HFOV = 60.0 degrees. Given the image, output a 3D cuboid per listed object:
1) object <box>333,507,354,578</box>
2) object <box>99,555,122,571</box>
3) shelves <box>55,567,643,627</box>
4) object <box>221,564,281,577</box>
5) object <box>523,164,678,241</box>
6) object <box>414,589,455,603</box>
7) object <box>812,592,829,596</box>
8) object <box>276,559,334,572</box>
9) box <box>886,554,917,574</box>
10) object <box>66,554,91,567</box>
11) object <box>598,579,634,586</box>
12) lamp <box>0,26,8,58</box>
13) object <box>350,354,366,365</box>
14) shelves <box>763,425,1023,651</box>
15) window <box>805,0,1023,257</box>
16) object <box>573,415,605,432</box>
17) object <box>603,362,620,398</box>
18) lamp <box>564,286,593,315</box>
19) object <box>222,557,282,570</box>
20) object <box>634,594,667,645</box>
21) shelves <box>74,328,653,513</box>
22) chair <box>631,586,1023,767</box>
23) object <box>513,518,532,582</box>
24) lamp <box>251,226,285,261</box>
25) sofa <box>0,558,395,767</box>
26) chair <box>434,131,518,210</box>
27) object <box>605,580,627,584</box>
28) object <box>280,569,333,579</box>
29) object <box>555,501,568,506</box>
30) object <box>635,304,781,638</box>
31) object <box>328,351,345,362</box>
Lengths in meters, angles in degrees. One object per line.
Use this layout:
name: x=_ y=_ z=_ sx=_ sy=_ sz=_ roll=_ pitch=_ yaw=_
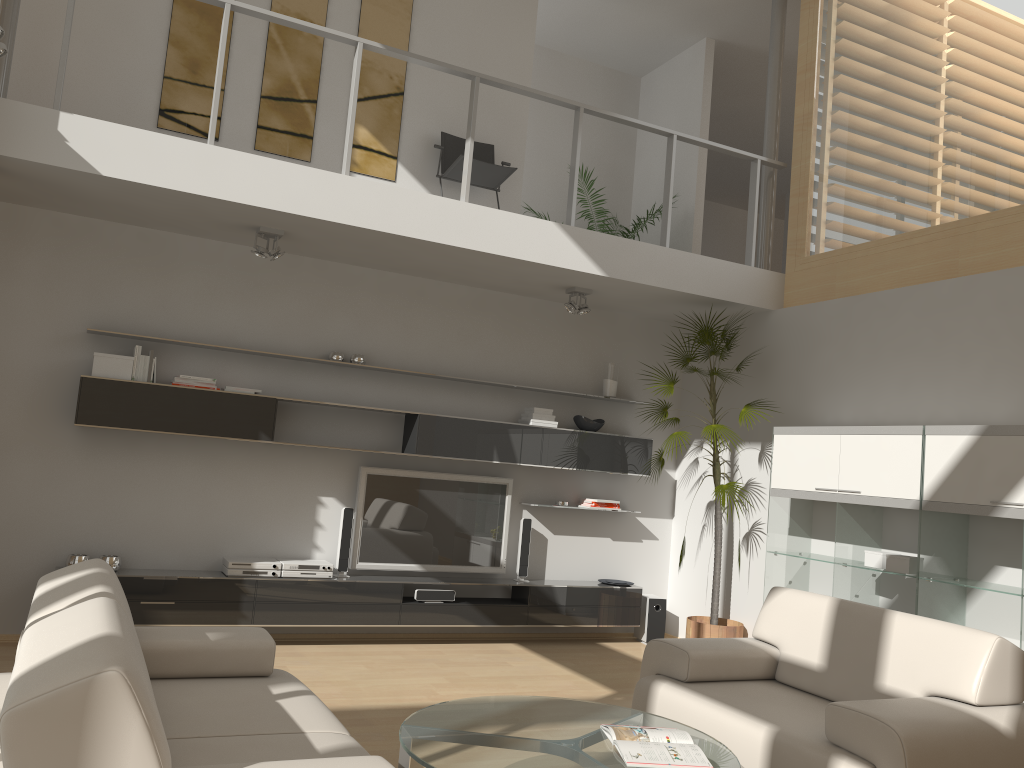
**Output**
object: x=-1.184 y=1.117 z=6.275 sx=0.111 sy=0.483 sz=0.116 roll=8 pitch=-6 yaw=-29
object: x=-2.544 y=1.133 z=5.606 sx=0.143 sy=0.091 sz=0.143 roll=4 pitch=-6 yaw=7
shelves: x=-0.923 y=1.546 z=6.338 sx=4.236 sy=0.312 sz=0.300 roll=8 pitch=-6 yaw=-25
object: x=-1.751 y=1.256 z=5.953 sx=0.349 sy=0.049 sz=0.262 roll=8 pitch=-6 yaw=-25
object: x=0.882 y=-1.400 z=7.919 sx=1.331 sy=1.069 sz=1.491 roll=8 pitch=-6 yaw=-28
object: x=-0.567 y=1.532 z=6.413 sx=0.300 sy=0.092 sz=0.085 roll=8 pitch=-6 yaw=-25
object: x=1.980 y=1.458 z=5.779 sx=0.130 sy=0.177 sz=0.172 roll=9 pitch=-7 yaw=-36
object: x=-1.429 y=1.250 z=6.110 sx=0.349 sy=0.049 sz=0.262 roll=8 pitch=-6 yaw=-25
box: x=2.286 y=1.050 z=5.168 sx=0.146 sy=0.094 sz=0.146 roll=9 pitch=-7 yaw=-35
object: x=-2.703 y=1.112 z=5.530 sx=0.143 sy=0.091 sz=0.143 roll=4 pitch=-6 yaw=7
object: x=0.841 y=1.612 z=7.181 sx=0.294 sy=0.020 sz=0.294 roll=4 pitch=-6 yaw=14
lamp: x=-2.133 y=-1.372 z=3.556 sx=0.183 sy=0.110 sz=0.360 roll=8 pitch=-6 yaw=-25
object: x=-1.108 y=-0.176 z=6.383 sx=0.115 sy=0.081 sz=0.115 roll=-1 pitch=-8 yaw=45
shelves: x=2.428 y=1.129 z=5.011 sx=0.408 sy=1.756 sz=2.432 roll=8 pitch=-6 yaw=-25
window: x=2.879 y=-2.115 z=5.703 sx=0.020 sy=2.200 sz=2.525 roll=8 pitch=-6 yaw=-25
object: x=0.622 y=0.328 z=7.161 sx=0.223 sy=0.125 sz=0.317 roll=0 pitch=-7 yaw=43
object: x=0.813 y=-0.026 z=7.321 sx=0.129 sy=0.291 sz=0.129 roll=1 pitch=-7 yaw=36
lamp: x=0.496 y=-0.616 z=6.676 sx=0.214 sy=0.195 sz=0.150 roll=8 pitch=-6 yaw=-25
object: x=-1.746 y=1.208 z=5.957 sx=0.349 sy=0.049 sz=0.262 roll=8 pitch=-6 yaw=-25
object: x=1.133 y=1.934 z=7.279 sx=0.150 sy=0.374 sz=0.275 roll=6 pitch=-6 yaw=-15
shelves: x=-0.820 y=0.357 z=6.453 sx=4.236 sy=0.914 sz=0.300 roll=8 pitch=-6 yaw=-25
chair: x=1.342 y=1.375 z=3.796 sx=1.165 sy=0.846 sz=1.562 roll=8 pitch=-6 yaw=-25
object: x=0.093 y=1.287 z=6.895 sx=0.111 sy=0.483 sz=0.116 roll=7 pitch=-6 yaw=-19
lamp: x=-1.559 y=-0.888 z=5.686 sx=0.214 sy=0.195 sz=0.150 roll=8 pitch=-6 yaw=-25
sofa: x=-1.017 y=1.065 z=2.675 sx=1.168 sy=0.846 sz=2.093 roll=8 pitch=-6 yaw=-25
chair: x=-0.284 y=-1.503 z=6.639 sx=0.628 sy=0.825 sz=0.537 roll=8 pitch=-6 yaw=-25
object: x=0.842 y=1.609 z=7.181 sx=0.178 sy=0.020 sz=0.178 roll=10 pitch=-7 yaw=-42
object: x=-1.435 y=1.298 z=6.111 sx=0.349 sy=0.049 sz=0.250 roll=8 pitch=-6 yaw=-25
object: x=0.396 y=0.953 z=7.071 sx=0.106 sy=0.035 sz=0.105 roll=4 pitch=-6 yaw=10
object: x=1.902 y=0.726 z=6.072 sx=2.706 sy=2.668 sz=0.983 roll=0 pitch=-8 yaw=44
object: x=-1.258 y=-0.191 z=6.358 sx=0.115 sy=0.081 sz=0.115 roll=-1 pitch=-8 yaw=45
